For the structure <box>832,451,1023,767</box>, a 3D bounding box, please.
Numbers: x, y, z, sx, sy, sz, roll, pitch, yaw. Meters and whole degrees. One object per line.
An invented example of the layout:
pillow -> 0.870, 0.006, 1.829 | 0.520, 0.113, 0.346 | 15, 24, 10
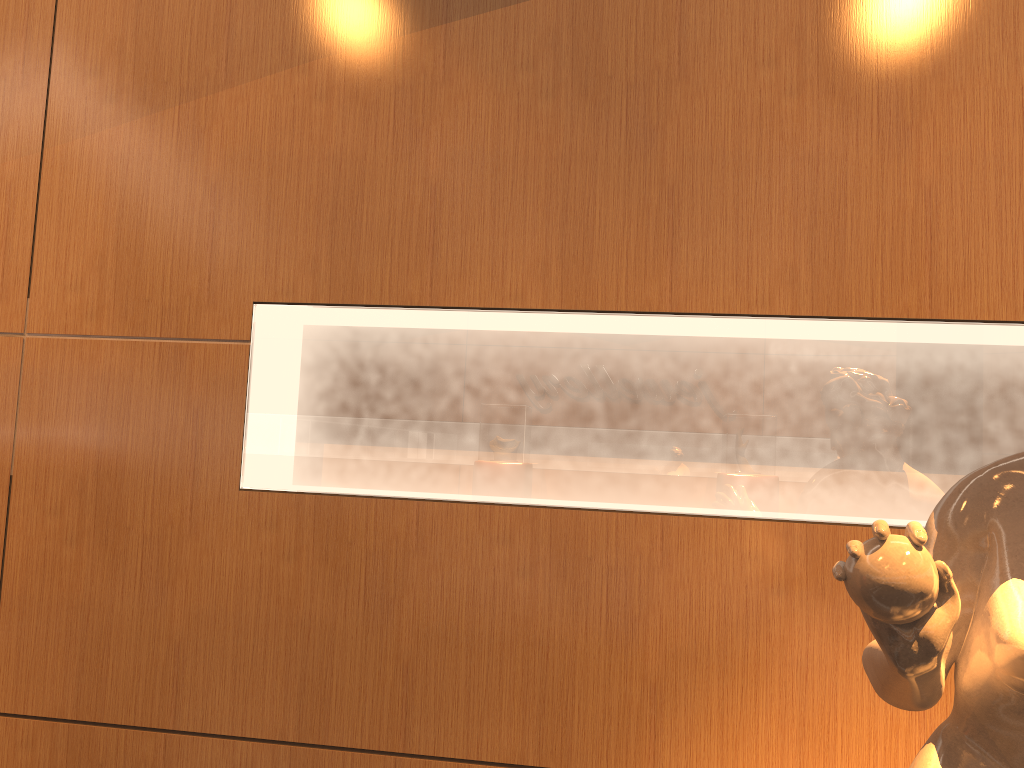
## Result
structure -> 0.674, 0.756, 1.101 | 0.733, 1.836, 0.477 | 3, -5, -3
